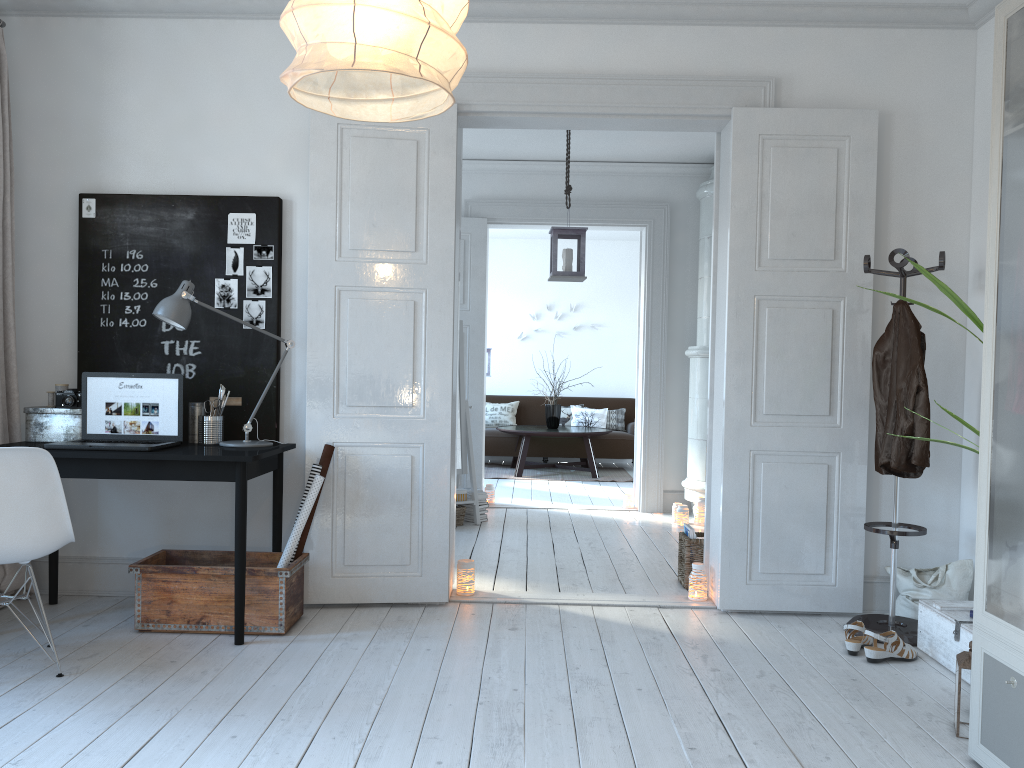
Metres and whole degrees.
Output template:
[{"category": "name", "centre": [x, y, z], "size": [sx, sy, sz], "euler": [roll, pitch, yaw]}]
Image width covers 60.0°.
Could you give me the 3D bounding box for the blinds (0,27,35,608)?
[{"category": "blinds", "centre": [-2.311, -0.315, 3.730], "size": [0.225, 2.648, 0.830], "euler": [1, 2, 1]}]

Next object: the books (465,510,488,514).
[{"category": "books", "centre": [-0.292, 0.949, 6.628], "size": [0.186, 0.017, 0.132], "euler": [2, 1, 38]}]

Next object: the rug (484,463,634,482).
[{"category": "rug", "centre": [0.463, 0.974, 9.975], "size": [1.710, 0.055, 1.455], "euler": [1, 1, 2]}]

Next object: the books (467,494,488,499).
[{"category": "books", "centre": [-0.282, 0.830, 6.620], "size": [0.128, 0.026, 0.200], "euler": [1, 1, -27]}]

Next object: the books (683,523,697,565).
[{"category": "books", "centre": [1.025, 0.905, 4.720], "size": [0.201, 0.300, 0.179], "euler": [1, 1, 1]}]

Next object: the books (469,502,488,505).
[{"category": "books", "centre": [-0.287, 0.885, 6.632], "size": [0.178, 0.016, 0.128], "euler": [2, 1, 44]}]

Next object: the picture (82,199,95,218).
[{"category": "picture", "centre": [-1.989, -0.827, 4.168], "size": [0.061, 0.088, 0.004], "euler": [1, 2, -2]}]

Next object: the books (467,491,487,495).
[{"category": "books", "centre": [-0.288, 0.809, 6.623], "size": [0.132, 0.017, 0.186], "euler": [1, 1, -26]}]

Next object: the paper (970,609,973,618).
[{"category": "paper", "centre": [1.889, 0.884, 3.401], "size": [0.221, 0.031, 0.175], "euler": [2, 1, 33]}]

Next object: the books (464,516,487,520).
[{"category": "books", "centre": [-0.293, 0.994, 6.634], "size": [0.176, 0.016, 0.128], "euler": [2, 1, 42]}]

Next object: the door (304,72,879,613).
[{"category": "door", "centre": [0.363, -0.190, 4.312], "size": [2.598, 2.506, 0.577], "euler": [1, 2, 1]}]

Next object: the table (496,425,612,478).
[{"category": "table", "centre": [0.466, 0.750, 9.942], "size": [1.300, 0.503, 1.299], "euler": [1, 1, -9]}]

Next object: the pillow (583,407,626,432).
[{"category": "pillow", "centre": [1.128, 0.429, 10.815], "size": [0.542, 0.288, 0.183], "euler": [1, 1, 2]}]

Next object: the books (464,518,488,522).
[{"category": "books", "centre": [-0.289, 1.011, 6.636], "size": [0.178, 0.016, 0.128], "euler": [2, 1, 39]}]

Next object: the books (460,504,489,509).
[{"category": "books", "centre": [-0.287, 0.906, 6.624], "size": [0.193, 0.022, 0.128], "euler": [2, 1, 34]}]

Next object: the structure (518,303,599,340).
[{"category": "structure", "centre": [0.586, -0.777, 11.149], "size": [1.025, 0.478, 0.085], "euler": [1, 2, 1]}]

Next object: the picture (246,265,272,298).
[{"category": "picture", "centre": [-1.187, -0.481, 4.162], "size": [0.121, 0.153, 0.002], "euler": [1, 2, 1]}]

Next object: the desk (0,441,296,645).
[{"category": "desk", "centre": [-1.595, 0.647, 3.807], "size": [1.159, 0.759, 0.650], "euler": [1, 1, 1]}]

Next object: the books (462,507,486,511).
[{"category": "books", "centre": [-0.300, 0.929, 6.632], "size": [0.167, 0.022, 0.128], "euler": [2, 1, 35]}]

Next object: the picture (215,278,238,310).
[{"category": "picture", "centre": [-1.343, -0.424, 4.166], "size": [0.107, 0.150, 0.001], "euler": [1, 2, 1]}]

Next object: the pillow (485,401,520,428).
[{"category": "pillow", "centre": [-0.171, 0.387, 10.840], "size": [0.519, 0.367, 0.239], "euler": [1, 1, 1]}]

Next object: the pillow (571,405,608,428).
[{"category": "pillow", "centre": [0.926, 0.414, 10.706], "size": [0.471, 0.309, 0.188], "euler": [1, 1, 2]}]

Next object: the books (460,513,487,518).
[{"category": "books", "centre": [-0.293, 0.977, 6.630], "size": [0.128, 0.016, 0.180], "euler": [1, 1, -44]}]

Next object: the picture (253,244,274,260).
[{"category": "picture", "centre": [-1.165, -0.619, 4.159], "size": [0.095, 0.071, 0.001], "euler": [1, 2, 1]}]

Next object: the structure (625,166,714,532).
[{"category": "structure", "centre": [1.591, -0.271, 6.760], "size": [1.248, 2.829, 0.800], "euler": [0, 2, -44]}]

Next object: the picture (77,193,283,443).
[{"category": "picture", "centre": [-1.577, -0.304, 4.205], "size": [0.953, 1.173, 0.064], "euler": [1, 2, 1]}]

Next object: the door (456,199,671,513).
[{"category": "door", "centre": [0.418, -0.222, 7.326], "size": [2.598, 2.506, 0.577], "euler": [1, 2, 1]}]

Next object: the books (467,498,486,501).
[{"category": "books", "centre": [-0.290, 0.851, 6.627], "size": [0.128, 0.016, 0.180], "euler": [1, 1, -28]}]

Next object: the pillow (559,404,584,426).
[{"category": "pillow", "centre": [0.635, 0.416, 10.787], "size": [0.473, 0.348, 0.158], "euler": [1, 1, -1]}]

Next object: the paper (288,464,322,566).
[{"category": "paper", "centre": [-0.956, 0.688, 3.886], "size": [0.266, 0.669, 0.043], "euler": [0, 2, -44]}]

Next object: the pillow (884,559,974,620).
[{"category": "pillow", "centre": [1.905, 0.937, 4.050], "size": [0.317, 0.314, 0.273], "euler": [1, 1, 2]}]

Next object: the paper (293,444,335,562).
[{"category": "paper", "centre": [-0.927, 0.645, 3.955], "size": [0.297, 0.747, 0.048], "euler": [0, 2, -44]}]

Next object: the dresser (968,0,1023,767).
[{"category": "dresser", "centre": [1.643, 0.018, 1.842], "size": [0.630, 2.164, 1.431], "euler": [1, 1, 1]}]

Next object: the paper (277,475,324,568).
[{"category": "paper", "centre": [-0.957, 0.706, 3.827], "size": [0.283, 0.627, 0.041], "euler": [1, 2, -21]}]

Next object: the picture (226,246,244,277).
[{"category": "picture", "centre": [-1.301, -0.575, 4.162], "size": [0.083, 0.146, 0.002], "euler": [1, 2, 1]}]

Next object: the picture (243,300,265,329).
[{"category": "picture", "centre": [-1.211, -0.329, 4.167], "size": [0.103, 0.136, 0.001], "euler": [1, 2, 1]}]

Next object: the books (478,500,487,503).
[{"category": "books", "centre": [-0.291, 0.868, 6.630], "size": [0.128, 0.016, 0.176], "euler": [1, 1, -32]}]

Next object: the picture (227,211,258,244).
[{"category": "picture", "centre": [-1.265, -0.735, 4.156], "size": [0.147, 0.154, 0.004], "euler": [1, 2, 1]}]

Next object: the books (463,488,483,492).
[{"category": "books", "centre": [-0.296, 0.793, 6.635], "size": [0.111, 0.014, 0.156], "euler": [1, 1, -19]}]
